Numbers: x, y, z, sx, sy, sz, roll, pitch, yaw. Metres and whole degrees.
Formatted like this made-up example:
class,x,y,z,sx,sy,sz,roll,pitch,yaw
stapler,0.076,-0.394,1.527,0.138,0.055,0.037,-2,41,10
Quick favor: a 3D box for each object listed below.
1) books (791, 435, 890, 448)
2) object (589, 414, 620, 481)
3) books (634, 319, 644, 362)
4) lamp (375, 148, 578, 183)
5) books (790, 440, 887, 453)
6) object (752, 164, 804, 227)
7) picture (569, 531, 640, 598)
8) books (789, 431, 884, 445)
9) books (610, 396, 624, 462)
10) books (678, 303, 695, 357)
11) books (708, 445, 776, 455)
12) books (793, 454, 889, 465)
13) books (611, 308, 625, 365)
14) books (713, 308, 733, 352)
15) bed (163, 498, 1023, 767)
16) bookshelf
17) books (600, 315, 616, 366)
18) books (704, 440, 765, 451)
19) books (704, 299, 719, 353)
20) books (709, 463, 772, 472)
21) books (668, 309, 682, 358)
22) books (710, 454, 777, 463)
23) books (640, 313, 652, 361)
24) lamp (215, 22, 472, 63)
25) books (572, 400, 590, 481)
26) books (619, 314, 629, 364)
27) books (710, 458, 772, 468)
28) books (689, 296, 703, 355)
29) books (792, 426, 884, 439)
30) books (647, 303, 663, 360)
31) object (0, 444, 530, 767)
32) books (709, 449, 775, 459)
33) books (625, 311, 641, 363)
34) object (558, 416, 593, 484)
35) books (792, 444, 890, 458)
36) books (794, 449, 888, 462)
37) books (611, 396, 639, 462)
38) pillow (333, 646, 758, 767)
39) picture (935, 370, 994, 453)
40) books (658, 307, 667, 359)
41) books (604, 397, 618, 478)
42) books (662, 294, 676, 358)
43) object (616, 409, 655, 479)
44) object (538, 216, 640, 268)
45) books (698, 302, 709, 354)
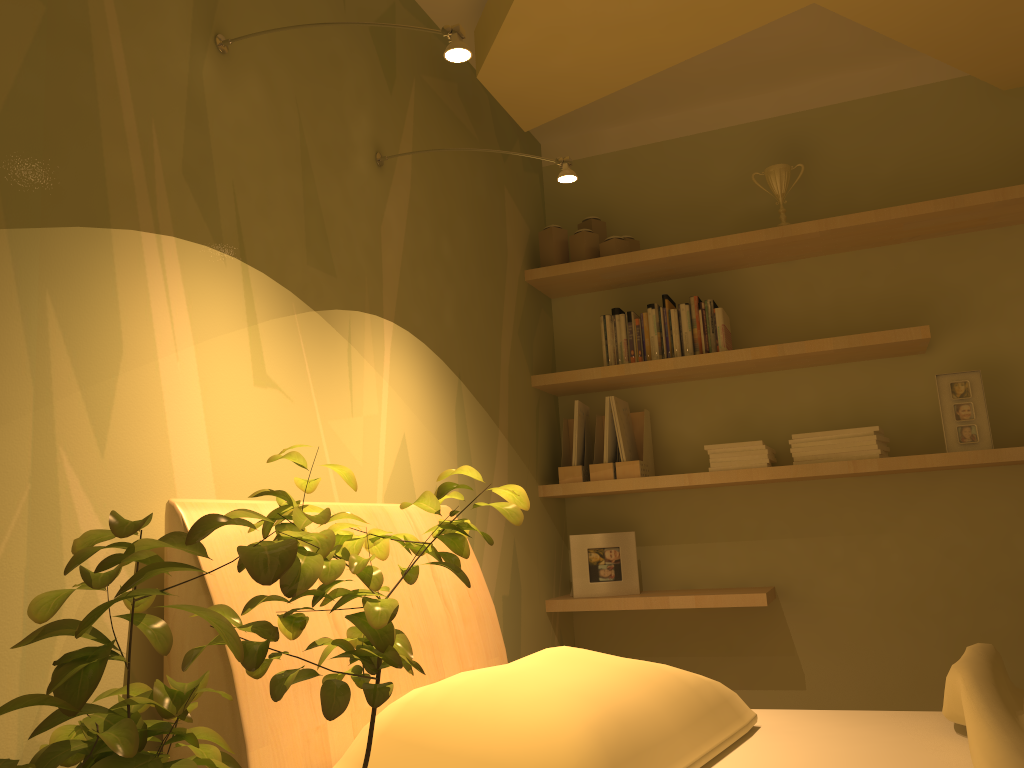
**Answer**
class,x,y,z,sx,sy,sz,roll,pitch,yaw
books,1.094,0.198,2.952,0.270,0.015,0.190,-10,-12,34
object,0.352,0.230,3.246,0.087,0.259,0.236,-7,-10,21
books,0.481,-0.140,3.251,0.021,0.172,0.157,-7,-10,21
lamp,-0.097,-0.548,2.215,0.533,0.178,0.050,-7,-10,21
books,1.088,0.213,2.952,0.270,0.015,0.190,-9,-11,31
object,0.958,-0.641,3.153,0.160,0.268,0.095,-2,-10,-9
picture,0.329,0.647,3.183,0.247,0.219,0.131,-3,-10,-2
books,1.090,0.187,2.976,0.270,0.015,0.190,-9,-11,31
books,0.411,0.202,3.222,0.036,0.296,0.210,-7,-10,21
books,0.639,-0.175,3.193,0.040,0.203,0.157,-7,-10,21
books,0.801,0.237,3.079,0.190,0.015,0.270,-7,-11,22
books,1.096,0.258,2.949,0.270,0.015,0.190,-9,-11,31
books,0.408,-0.157,3.292,0.032,0.229,0.138,-7,-10,21
books,0.749,-0.171,3.137,0.032,0.163,0.178,-7,-10,21
bed,0.748,0.553,1.377,2.378,0.894,1.286,-7,-10,21
bookshelf,1.347,0.056,2.881,2.605,1.240,0.300,-7,-10,21
books,0.372,-0.141,3.294,0.040,0.203,0.157,-7,-10,21
books,0.779,0.222,3.075,0.190,0.015,0.270,-7,-10,18
books,0.722,-0.185,3.162,0.032,0.203,0.157,-7,-10,21
books,0.797,0.296,3.067,0.190,0.015,0.270,-7,-10,20
books,0.603,-0.162,3.197,0.032,0.184,0.173,-7,-10,21
books,0.804,0.266,3.072,0.190,0.015,0.270,-7,-10,22
books,0.507,-0.152,3.248,0.032,0.193,0.146,-7,-10,21
lamp,-0.324,-0.632,1.646,0.533,0.178,0.050,-7,-10,21
books,0.255,0.222,3.285,0.048,0.297,0.214,-6,-10,15
books,0.431,-0.146,3.272,0.022,0.198,0.157,-7,-10,21
books,0.796,0.281,3.069,0.190,0.015,0.270,-6,-10,17
books,0.675,-0.190,3.191,0.032,0.229,0.138,-7,-10,21
books,1.091,0.169,2.965,0.270,0.015,0.190,-8,-11,26
books,0.535,-0.169,3.229,0.038,0.217,0.166,-7,-10,21
object,-0.220,0.501,0.898,0.372,0.944,0.828,-6,-10,14
books,0.800,0.251,3.070,0.190,0.015,0.270,-7,-10,20
books,0.456,-0.152,3.263,0.032,0.203,0.157,-7,-10,21
object,0.234,0.244,3.290,0.087,0.259,0.236,-6,-10,15
books,1.093,0.227,2.946,0.270,0.015,0.190,-10,-12,33
books,1.095,0.243,2.952,0.270,0.015,0.190,-9,-11,28
books,0.421,0.201,3.223,0.043,0.296,0.210,-7,-10,21
pillow,0.105,0.620,1.634,0.482,0.213,0.801,-9,-11,30
picture,1.462,0.099,2.885,0.134,0.264,0.171,-7,-10,20
books,0.563,-0.165,3.223,0.017,0.203,0.155,-7,-10,21
books,0.371,0.207,3.240,0.048,0.297,0.214,-7,-10,21
books,0.579,-0.189,3.219,0.021,0.247,0.157,-7,-10,21
object,0.441,0.218,3.212,0.087,0.259,0.236,-7,-10,21
object,0.295,-0.543,3.378,0.349,0.229,0.234,-7,-10,22
books,0.697,-0.179,3.171,0.022,0.198,0.157,-7,-10,21
